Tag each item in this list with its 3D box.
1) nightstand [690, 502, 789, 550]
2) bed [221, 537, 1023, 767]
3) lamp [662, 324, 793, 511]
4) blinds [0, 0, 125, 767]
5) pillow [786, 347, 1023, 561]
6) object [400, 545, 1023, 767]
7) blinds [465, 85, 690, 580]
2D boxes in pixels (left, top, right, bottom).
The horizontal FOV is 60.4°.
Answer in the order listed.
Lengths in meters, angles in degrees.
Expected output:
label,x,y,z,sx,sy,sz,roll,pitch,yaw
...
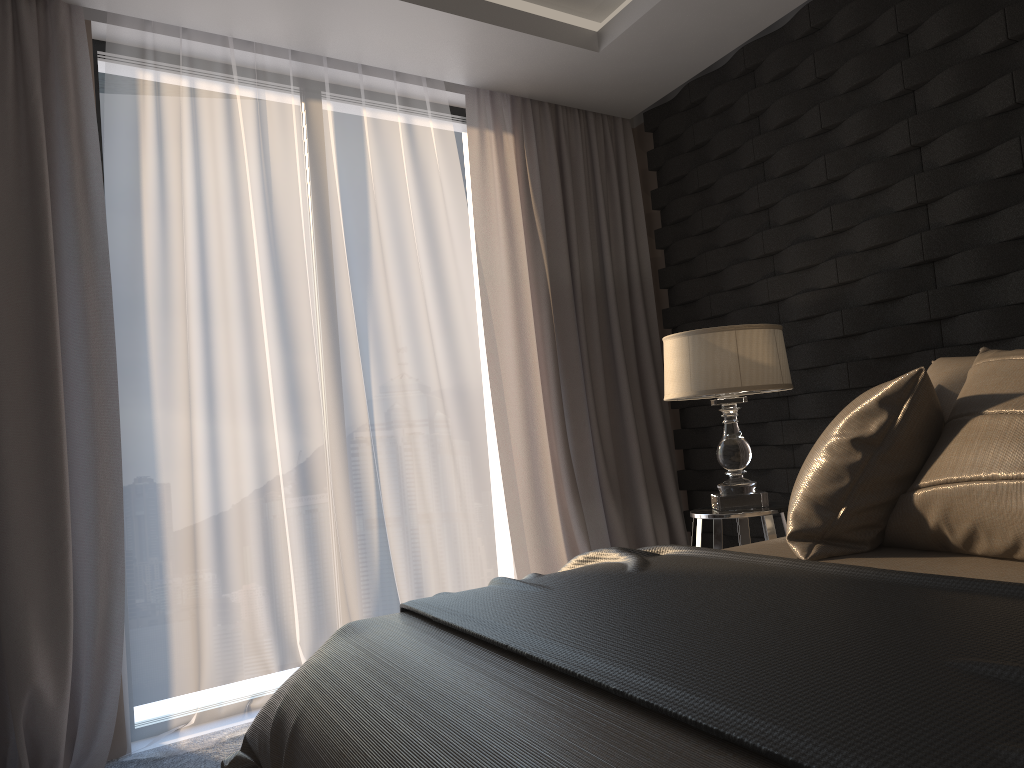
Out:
label,x,y,z,sx,sy,sz,roll,pitch,yaw
nightstand,0.843,0.741,3.121,0.567,0.603,0.534,-4,-4,-15
bed,0.789,0.637,1.551,2.402,0.624,2.185,-3,-4,-27
lamp,0.788,0.128,3.172,0.462,0.631,0.469,-5,-4,5
blinds,-1.689,-0.088,2.481,1.108,2.641,0.339,-2,-4,-36
pillow,1.086,0.067,1.817,0.941,0.518,1.202,-3,-4,-25
object,0.356,0.483,1.334,0.648,0.322,1.956,-3,-4,-26
blinds,0.364,-0.180,4.067,1.056,2.640,0.322,-2,-4,-37
